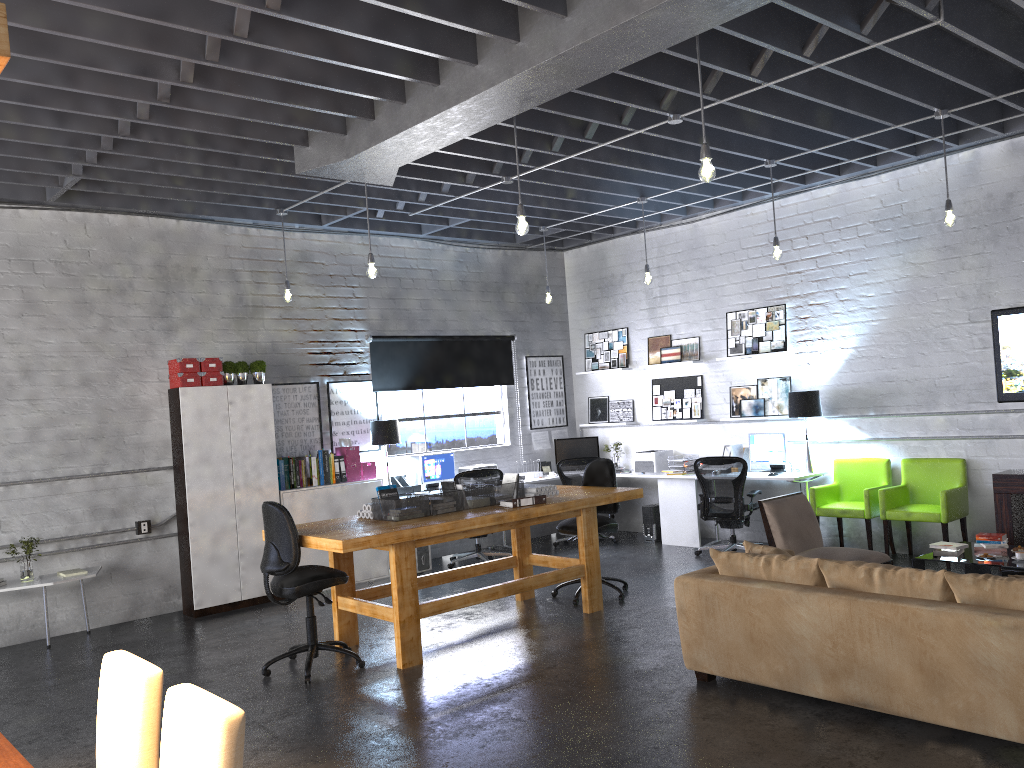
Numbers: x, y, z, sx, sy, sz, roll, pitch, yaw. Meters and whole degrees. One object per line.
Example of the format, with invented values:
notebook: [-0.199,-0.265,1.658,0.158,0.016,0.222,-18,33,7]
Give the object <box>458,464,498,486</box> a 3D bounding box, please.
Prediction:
object: [-0.322,1.052,10.292,0.420,0.230,0.485,-3,-2,-41]

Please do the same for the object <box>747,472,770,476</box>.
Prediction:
object: [2.448,0.933,9.189,0.422,0.028,0.181,-5,-2,44]

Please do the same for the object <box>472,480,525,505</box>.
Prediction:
object: [-0.112,0.857,7.022,0.306,0.156,0.317,-3,-2,-41]

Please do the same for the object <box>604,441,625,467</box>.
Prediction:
object: [1.260,0.892,11.058,0.297,0.363,0.271,-4,-1,4]

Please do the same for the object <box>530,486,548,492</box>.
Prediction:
object: [0.103,0.852,7.236,0.046,0.047,0.520,-3,-1,-41]

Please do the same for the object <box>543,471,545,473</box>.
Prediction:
object: [0.415,1.064,11.122,0.088,0.141,0.156,-4,-1,-26]

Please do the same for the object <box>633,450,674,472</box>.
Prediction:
object: [1.681,0.914,10.528,0.350,0.235,0.351,-3,-1,-41]

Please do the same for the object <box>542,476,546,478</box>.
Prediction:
object: [0.373,1.116,10.626,0.058,0.020,0.071,-4,-1,13]

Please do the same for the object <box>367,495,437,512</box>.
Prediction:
object: [-0.809,0.899,6.701,0.635,0.057,0.057,-3,-1,-41]

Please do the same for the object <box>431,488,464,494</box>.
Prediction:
object: [-0.697,1.167,9.744,0.181,0.028,0.422,-5,-2,39]

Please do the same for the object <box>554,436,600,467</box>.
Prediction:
object: [0.828,0.896,11.285,0.560,0.427,0.147,-4,0,-4]

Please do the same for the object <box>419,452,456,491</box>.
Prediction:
object: [-0.860,0.989,9.974,0.465,0.417,0.212,-3,-1,-41]

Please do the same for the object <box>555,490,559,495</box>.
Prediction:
object: [0.193,0.888,7.312,0.047,0.047,0.520,-3,-1,-41]

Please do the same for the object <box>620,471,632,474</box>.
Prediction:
object: [1.347,1.044,10.509,0.103,0.021,0.131,-5,-1,29]

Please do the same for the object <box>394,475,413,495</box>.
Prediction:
object: [-1.191,1.111,9.699,0.104,0.208,0.209,-4,-1,-41]

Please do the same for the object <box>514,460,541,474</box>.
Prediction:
object: [0.193,1.042,10.866,0.233,0.208,0.324,-3,-1,-41]

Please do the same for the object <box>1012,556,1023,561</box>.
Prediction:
object: [3.710,1.272,6.451,0.131,0.016,0.131,-3,-2,-34]

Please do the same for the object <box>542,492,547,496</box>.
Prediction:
object: [0.087,0.893,7.220,0.047,0.047,0.520,-3,-1,-41]

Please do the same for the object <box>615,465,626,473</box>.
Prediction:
object: [1.208,1.029,10.727,0.279,0.081,0.411,-4,-1,19]

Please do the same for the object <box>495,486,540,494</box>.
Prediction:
object: [0.026,0.856,7.169,0.046,0.047,0.520,-3,-2,-43]

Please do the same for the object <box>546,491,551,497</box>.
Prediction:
object: [0.123,0.891,7.251,0.047,0.047,0.520,-3,-1,-41]

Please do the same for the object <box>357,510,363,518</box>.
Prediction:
object: [-0.899,0.957,6.809,0.635,0.058,0.057,-3,-1,-41]

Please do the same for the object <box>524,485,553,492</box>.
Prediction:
object: [0.137,0.850,7.266,0.046,0.047,0.520,-3,-1,-41]

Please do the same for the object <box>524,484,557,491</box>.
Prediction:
object: [0.173,0.848,7.297,0.046,0.047,0.520,-3,-1,-41]

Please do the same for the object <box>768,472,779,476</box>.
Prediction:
object: [2.639,0.910,8.962,0.114,0.036,0.058,-3,-1,-26]

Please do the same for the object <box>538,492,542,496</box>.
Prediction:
object: [0.053,0.895,7.190,0.047,0.047,0.520,-3,-1,-41]

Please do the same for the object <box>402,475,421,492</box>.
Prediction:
object: [-1.105,1.107,9.777,0.104,0.208,0.209,-4,-1,-41]

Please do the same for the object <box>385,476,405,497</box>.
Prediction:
object: [-1.271,1.115,9.631,0.104,0.208,0.209,-4,-1,-41]

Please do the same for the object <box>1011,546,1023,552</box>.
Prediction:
object: [3.894,1.255,6.769,0.151,0.040,0.151,-3,-1,-24]

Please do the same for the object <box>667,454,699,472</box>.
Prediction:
object: [1.973,0.913,10.186,0.316,0.180,0.229,-3,-1,-41]

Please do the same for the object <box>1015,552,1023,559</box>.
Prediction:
object: [3.710,1.249,6.451,0.081,0.052,0.077,-4,-1,7]

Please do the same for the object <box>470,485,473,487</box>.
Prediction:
object: [-0.460,1.151,9.919,0.114,0.036,0.058,-5,-1,39]

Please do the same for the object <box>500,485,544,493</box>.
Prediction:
object: [0.067,0.854,7.205,0.046,0.047,0.520,-3,-1,-41]

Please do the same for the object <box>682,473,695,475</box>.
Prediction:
object: [1.938,0.992,9.751,0.141,0.007,0.008,-4,-1,-7]

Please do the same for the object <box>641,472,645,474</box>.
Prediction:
object: [1.519,1.029,10.254,0.017,0.016,0.075,-4,-1,-16]

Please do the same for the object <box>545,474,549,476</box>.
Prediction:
object: [0.421,1.119,10.886,0.030,0.020,0.138,-3,-1,-35]

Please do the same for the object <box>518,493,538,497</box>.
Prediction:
object: [0.017,0.896,7.159,0.047,0.047,0.520,-3,-1,-41]

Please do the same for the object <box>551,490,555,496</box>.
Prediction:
object: [0.157,0.889,7.281,0.047,0.047,0.520,-3,-1,-41]

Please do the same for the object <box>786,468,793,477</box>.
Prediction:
object: [2.749,0.875,8.798,0.090,0.083,0.069,-3,-1,-42]

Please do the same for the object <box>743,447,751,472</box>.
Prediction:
object: [2.471,0.825,9.591,0.236,0.259,0.087,-3,-1,-41]

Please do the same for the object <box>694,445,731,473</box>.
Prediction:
object: [2.276,0.833,9.824,0.399,0.280,0.405,-3,-1,-41]

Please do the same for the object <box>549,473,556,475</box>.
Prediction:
object: [0.506,1.119,10.969,0.048,0.012,0.111,-5,-1,29]

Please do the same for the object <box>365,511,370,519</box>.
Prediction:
object: [-0.825,0.950,6.723,0.635,0.058,0.057,-3,-1,-41]

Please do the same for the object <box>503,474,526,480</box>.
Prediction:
object: [-0.062,1.125,10.646,0.259,0.064,0.392,-3,-2,-41]

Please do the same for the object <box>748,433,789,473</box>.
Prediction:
object: [2.724,0.721,9.294,0.212,0.417,0.465,-4,-1,-36]

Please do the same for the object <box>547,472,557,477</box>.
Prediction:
object: [0.488,1.097,10.788,0.130,0.049,0.130,-3,-1,-24]

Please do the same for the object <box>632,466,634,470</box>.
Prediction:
object: [1.500,1.025,10.799,0.023,0.052,0.105,-4,-1,-41]

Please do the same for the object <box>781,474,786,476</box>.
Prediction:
object: [2.755,0.915,8.955,0.046,0.009,0.121,-5,-2,34]
